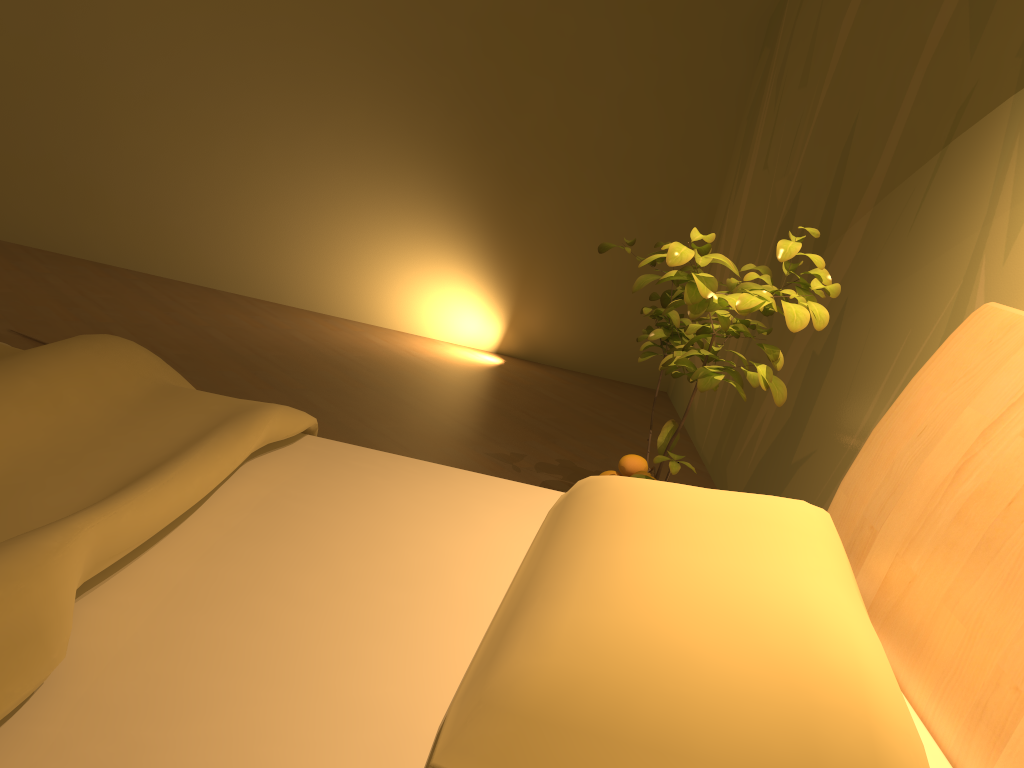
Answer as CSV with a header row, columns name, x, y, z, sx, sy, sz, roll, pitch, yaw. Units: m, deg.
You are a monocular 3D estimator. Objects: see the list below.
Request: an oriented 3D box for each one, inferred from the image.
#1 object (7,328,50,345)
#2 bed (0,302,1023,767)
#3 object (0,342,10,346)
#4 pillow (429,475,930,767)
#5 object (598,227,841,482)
name,x,y,z,sx,sy,sz,roll,pitch,yaw
object,-1.602,-0.146,3.019,0.325,0.010,0.010,18,15,19
bed,-0.444,0.138,1.128,2.378,0.894,1.286,13,14,-1
object,-1.696,-0.097,2.735,0.288,0.014,0.366,5,16,-28
pillow,0.238,0.280,1.125,0.482,0.213,0.801,15,14,9
object,0.300,0.082,1.912,0.372,0.944,0.828,11,14,-7
